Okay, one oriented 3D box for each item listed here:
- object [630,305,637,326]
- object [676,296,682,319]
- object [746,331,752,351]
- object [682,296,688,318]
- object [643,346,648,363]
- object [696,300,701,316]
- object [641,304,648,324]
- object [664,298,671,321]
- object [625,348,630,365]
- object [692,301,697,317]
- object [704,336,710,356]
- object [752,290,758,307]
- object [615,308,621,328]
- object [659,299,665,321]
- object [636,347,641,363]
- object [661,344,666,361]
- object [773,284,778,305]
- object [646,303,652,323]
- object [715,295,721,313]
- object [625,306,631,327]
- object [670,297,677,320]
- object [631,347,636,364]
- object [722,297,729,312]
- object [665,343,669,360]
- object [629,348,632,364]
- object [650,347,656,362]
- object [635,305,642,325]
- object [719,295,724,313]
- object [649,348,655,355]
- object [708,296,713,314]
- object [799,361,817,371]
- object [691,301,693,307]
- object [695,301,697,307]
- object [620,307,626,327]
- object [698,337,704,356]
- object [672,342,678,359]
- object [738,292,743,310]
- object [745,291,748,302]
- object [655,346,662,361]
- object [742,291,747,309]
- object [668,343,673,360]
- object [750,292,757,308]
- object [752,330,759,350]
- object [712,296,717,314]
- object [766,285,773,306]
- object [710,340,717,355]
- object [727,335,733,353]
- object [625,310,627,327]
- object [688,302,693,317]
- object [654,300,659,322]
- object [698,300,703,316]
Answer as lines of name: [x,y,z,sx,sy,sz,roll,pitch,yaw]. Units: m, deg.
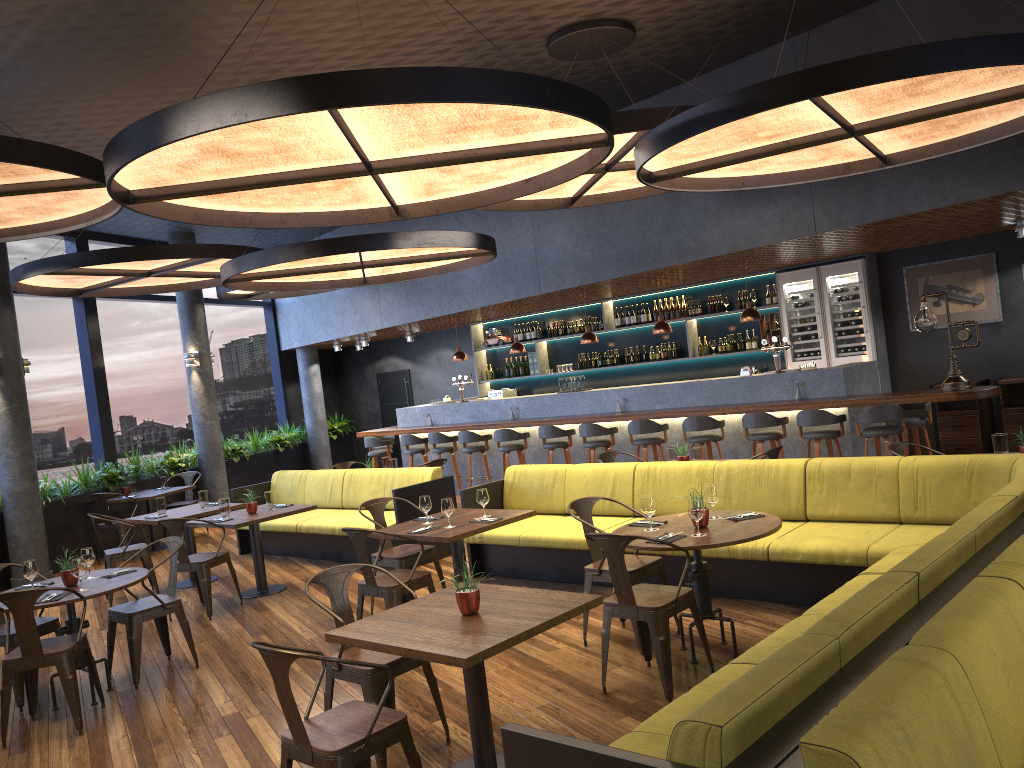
object: [1.844,-1.044,13.516,0.085,0.310,0.086,-8,1,-20]
object: [2.431,-1.117,12.963,0.084,0.330,0.084,-8,1,-41]
object: [3.293,-0.604,12.353,0.079,0.281,0.079,-7,1,16]
object: [2.534,-1.131,13.037,0.084,0.330,0.084,-8,1,-41]
object: [2.035,-0.456,13.571,0.063,0.254,0.063,-7,1,0]
object: [2.672,-1.089,12.747,0.056,0.227,0.056,-6,1,29]
object: [1.989,-1.059,13.387,0.085,0.310,0.086,-7,1,-14]
object: [2.287,-1.101,13.098,0.084,0.330,0.084,-8,1,-41]
object: [1.775,-0.426,13.650,0.063,0.254,0.063,-7,1,15]
object: [2.626,-1.084,12.789,0.056,0.227,0.056,-7,1,19]
object: [2.802,-0.551,12.802,0.079,0.281,0.079,-7,1,21]
object: [3.362,-1.181,12.305,0.063,0.254,0.063,-8,1,-40]
object: [1.631,-1.021,13.709,0.085,0.310,0.086,-8,1,-20]
object: [2.218,-1.094,13.161,0.084,0.330,0.084,-8,1,-41]
object: [1.942,-0.446,13.646,0.063,0.254,0.063,-7,1,15]
object: [2.244,-0.475,13.184,0.063,0.254,0.063,-6,1,35]
object: [3.570,-1.214,12.020,0.079,0.281,0.079,-7,1,11]
object: [2.069,-1.070,13.442,0.085,0.310,0.086,-7,1,-7]
object: [2.907,-1.128,12.526,0.063,0.254,0.063,-7,1,15]
object: [1.778,-1.037,13.580,0.085,0.310,0.086,-7,1,-14]
object: [2.359,-1.109,13.026,0.084,0.330,0.084,-8,1,-41]
object: [1.849,-0.434,13.582,0.063,0.254,0.063,-7,1,-10]
object: [3.004,-1.115,12.447,0.097,0.206,0.097,-7,1,11]
object: [2.308,-0.484,13.256,0.063,0.254,0.063,-8,1,-20]
object: [1.850,-0.437,13.730,0.063,0.254,0.063,-6,1,30]
object: [2.119,-0.448,13.381,0.088,0.224,0.088,-7,1,12]
object: [1.928,-1.055,13.567,0.085,0.310,0.086,-8,1,-37]
object: [2.969,-1.137,12.596,0.063,0.254,0.063,-6,1,30]
object: [2.138,-0.445,13.514,0.097,0.206,0.097,-7,1,-16]
object: [2.812,-1.118,12.602,0.063,0.254,0.063,-6,1,40]
object: [3.273,-0.198,9.809,0.177,0.091,0.091,-7,1,17]
object: [2.622,-1.086,12.874,0.056,0.227,0.056,-6,2,44]
object: [2.666,-1.090,12.834,0.056,0.227,0.056,-7,1,4]
object: [1.715,-1.032,13.760,0.085,0.310,0.086,-8,1,-33]
object: [2.733,-0.543,12.865,0.079,0.281,0.079,-8,2,-44]
object: [2.421,-0.498,13.199,0.063,0.254,0.063,-7,1,15]
object: [3.173,-1.158,12.337,0.063,0.254,0.063,-7,1,-5]
object: [3.258,-1.168,12.313,0.063,0.254,0.063,-7,1,5]
object: [2.198,-0.457,13.309,0.088,0.224,0.088,-8,1,-33]
object: [3.202,-1.159,12.229,0.063,0.254,0.063,-8,1,-20]
object: [2.343,-0.486,13.126,0.063,0.254,0.063,-8,1,-40]
object: [3.323,-1.150,12.177,0.097,0.206,0.097,-7,1,11]
object: [3.362,-0.612,12.289,0.079,0.281,0.079,-6,1,36]
object: [2.883,-1.128,12.672,0.063,0.254,0.063,-7,1,5]
object: [3.500,-1.207,12.084,0.079,0.281,0.079,-8,1,-39]
object: [2.877,-0.520,12.665,0.097,0.206,0.097,-7,1,11]
object: [3.053,-0.561,12.445,0.063,0.254,0.063,-6,2,45]
object: [1.788,-1.040,13.692,0.085,0.310,0.086,-8,1,-20]
object: [2.581,-1.080,12.829,0.056,0.227,0.056,-7,1,4]
object: [2.149,-1.087,13.223,0.084,0.330,0.084,-8,1,-41]
object: [2.712,-1.095,12.793,0.056,0.227,0.056,-6,2,44]
